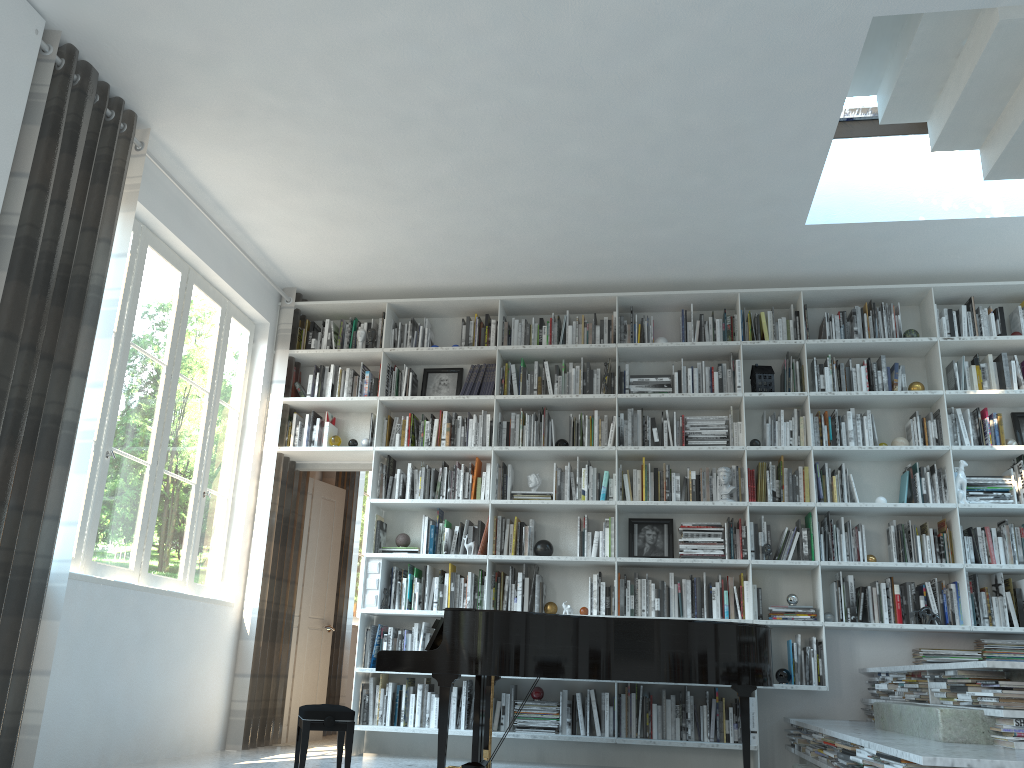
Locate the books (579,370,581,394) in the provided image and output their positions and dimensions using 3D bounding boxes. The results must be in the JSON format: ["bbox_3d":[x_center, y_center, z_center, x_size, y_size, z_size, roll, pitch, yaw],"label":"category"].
[{"bbox_3d":[0.491,0.028,6.307,0.013,0.230,0.142,-1,-18,9],"label":"books"}]

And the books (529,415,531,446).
[{"bbox_3d":[0.137,0.367,6.258,0.010,0.260,0.170,-1,-18,9],"label":"books"}]

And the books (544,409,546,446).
[{"bbox_3d":[0.243,0.346,6.250,0.005,0.304,0.163,-1,-18,9],"label":"books"}]

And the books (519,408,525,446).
[{"bbox_3d":[0.070,0.343,6.280,0.011,0.316,0.155,-1,-18,9],"label":"books"}]

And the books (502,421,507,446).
[{"bbox_3d":[-0.045,0.391,6.295,0.029,0.224,0.137,-1,-18,9],"label":"books"}]

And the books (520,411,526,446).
[{"bbox_3d":[0.076,0.352,6.254,0.010,0.282,0.184,-1,-18,9],"label":"books"}]

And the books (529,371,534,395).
[{"bbox_3d":[0.152,0.037,6.355,0.029,0.218,0.158,-1,-18,9],"label":"books"}]

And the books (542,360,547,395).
[{"bbox_3d":[0.234,-0.004,6.374,0.013,0.314,0.135,-1,-18,9],"label":"books"}]

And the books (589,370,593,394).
[{"bbox_3d":[0.567,0.031,6.285,0.030,0.217,0.183,-1,-18,9],"label":"books"}]

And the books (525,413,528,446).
[{"bbox_3d":[0.112,0.359,6.238,0.009,0.262,0.190,-1,-18,9],"label":"books"}]

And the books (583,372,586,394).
[{"bbox_3d":[0.521,0.039,6.309,0.024,0.213,0.150,-1,-18,9],"label":"books"}]

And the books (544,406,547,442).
[{"bbox_3d":[0.239,0.334,6.256,0.005,0.330,0.162,-1,-18,9],"label":"books"}]

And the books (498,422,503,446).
[{"bbox_3d":[-0.071,0.392,6.273,0.015,0.207,0.186,-1,-18,9],"label":"books"}]

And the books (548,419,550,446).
[{"bbox_3d":[0.266,0.382,6.249,0.009,0.236,0.135,-1,-18,9],"label":"books"}]

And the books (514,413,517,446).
[{"bbox_3d":[0.033,0.358,6.267,0.012,0.275,0.157,-1,-18,9],"label":"books"}]

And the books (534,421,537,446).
[{"bbox_3d":[0.174,0.386,6.227,0.011,0.208,0.181,-1,-18,9],"label":"books"}]

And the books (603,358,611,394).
[{"bbox_3d":[0.671,-0.010,6.281,0.058,0.301,0.175,-1,-18,9],"label":"books"}]

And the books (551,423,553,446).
[{"bbox_3d":[0.282,0.392,6.233,0.004,0.209,0.132,-1,-18,9],"label":"books"}]

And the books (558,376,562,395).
[{"bbox_3d":[0.350,0.053,6.318,0.028,0.179,0.168,-1,-18,9],"label":"books"}]

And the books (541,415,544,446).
[{"bbox_3d":[0.224,0.364,6.238,0.010,0.261,0.158,-1,-18,9],"label":"books"}]

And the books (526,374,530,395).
[{"bbox_3d":[0.127,0.048,6.363,0.024,0.200,0.154,-1,-18,9],"label":"books"}]

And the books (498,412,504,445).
[{"bbox_3d":[-0.080,0.361,6.302,0.012,0.284,0.160,-1,-18,9],"label":"books"}]

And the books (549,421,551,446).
[{"bbox_3d":[0.274,0.389,6.238,0.012,0.217,0.151,-1,-18,9],"label":"books"}]

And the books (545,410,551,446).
[{"bbox_3d":[0.252,0.348,6.226,0.011,0.286,0.189,-1,-18,9],"label":"books"}]

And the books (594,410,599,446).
[{"bbox_3d":[0.591,0.347,6.180,0.022,0.283,0.190,-1,-18,9],"label":"books"}]

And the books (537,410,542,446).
[{"bbox_3d":[0.198,0.348,6.241,0.011,0.290,0.177,-1,-18,9],"label":"books"}]

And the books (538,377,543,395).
[{"bbox_3d":[0.207,0.058,6.350,0.034,0.180,0.160,-1,-18,9],"label":"books"}]

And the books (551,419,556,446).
[{"bbox_3d":[0.297,0.379,6.227,0.031,0.231,0.148,-1,-18,9],"label":"books"}]

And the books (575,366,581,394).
[{"bbox_3d":[0.472,0.015,6.318,0.028,0.260,0.136,-1,-18,9],"label":"books"}]

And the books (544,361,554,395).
[{"bbox_3d":[0.273,0.001,6.338,0.075,0.284,0.179,-1,-18,9],"label":"books"}]

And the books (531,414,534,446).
[{"bbox_3d":[0.154,0.362,6.239,0.009,0.260,0.181,-1,-18,9],"label":"books"}]

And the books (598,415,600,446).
[{"bbox_3d":[0.608,0.362,6.180,0.010,0.256,0.140,-1,-18,9],"label":"books"}]

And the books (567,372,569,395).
[{"bbox_3d":[0.404,0.039,6.313,0.010,0.207,0.174,-1,-18,9],"label":"books"}]

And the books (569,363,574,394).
[{"bbox_3d":[0.425,0.006,6.334,0.026,0.285,0.138,-1,-18,9],"label":"books"}]

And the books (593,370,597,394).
[{"bbox_3d":[0.593,0.030,6.286,0.022,0.222,0.161,-1,-18,9],"label":"books"}]

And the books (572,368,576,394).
[{"bbox_3d":[0.444,0.026,6.299,0.021,0.225,0.192,-1,-18,9],"label":"books"}]

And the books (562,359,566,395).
[{"bbox_3d":[0.372,-0.008,6.334,0.012,0.306,0.145,-1,-18,9],"label":"books"}]

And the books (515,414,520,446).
[{"bbox_3d":[0.050,0.365,6.263,0.024,0.261,0.178,-1,-18,9],"label":"books"}]

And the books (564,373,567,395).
[{"bbox_3d":[0.391,0.046,6.341,0.024,0.211,0.128,-1,-18,9],"label":"books"}]

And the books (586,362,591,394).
[{"bbox_3d":[0.546,0.003,6.320,0.022,0.289,0.147,-1,-18,9],"label":"books"}]

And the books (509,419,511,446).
[{"bbox_3d":[-0.003,0.379,6.277,0.012,0.239,0.134,-1,-18,9],"label":"books"}]

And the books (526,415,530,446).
[{"bbox_3d":[0.122,0.364,6.236,0.012,0.250,0.184,-1,-18,9],"label":"books"}]

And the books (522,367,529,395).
[{"bbox_3d":[0.099,0.025,6.361,0.031,0.241,0.182,-1,-18,9],"label":"books"}]

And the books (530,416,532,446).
[{"bbox_3d":[0.147,0.370,6.255,0.011,0.255,0.152,-1,-18,9],"label":"books"}]

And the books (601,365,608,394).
[{"bbox_3d":[0.655,0.008,6.278,0.055,0.263,0.167,-1,-18,9],"label":"books"}]

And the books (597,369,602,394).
[{"bbox_3d":[0.618,0.027,6.299,0.024,0.236,0.153,-1,-18,9],"label":"books"}]

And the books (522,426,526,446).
[{"bbox_3d":[0.096,0.403,6.252,0.029,0.186,0.149,-1,-18,9],"label":"books"}]

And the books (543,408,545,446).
[{"bbox_3d":[0.234,0.342,6.257,0.005,0.315,0.157,-1,-18,9],"label":"books"}]

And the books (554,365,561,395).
[{"bbox_3d":[0.325,0.015,6.342,0.027,0.264,0.169,-1,-18,9],"label":"books"}]

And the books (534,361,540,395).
[{"bbox_3d":[0.179,0.001,6.362,0.023,0.292,0.156,-1,-18,9],"label":"books"}]

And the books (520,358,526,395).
[{"bbox_3d":[0.079,-0.010,6.373,0.012,0.314,0.172,-1,-18,9],"label":"books"}]

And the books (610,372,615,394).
[{"bbox_3d":[0.715,0.040,6.284,0.028,0.211,0.135,-1,-18,9],"label":"books"}]

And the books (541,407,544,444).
[{"bbox_3d":[0.219,0.338,6.255,0.004,0.319,0.153,-1,-18,9],"label":"books"}]

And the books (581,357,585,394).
[{"bbox_3d":[0.503,-0.014,6.308,0.011,0.312,0.184,-1,-18,9],"label":"books"}]

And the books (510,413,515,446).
[{"bbox_3d":[0.015,0.358,6.274,0.026,0.278,0.151,-1,-18,9],"label":"books"}]

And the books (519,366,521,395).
[{"bbox_3d":[0.068,0.019,6.375,0.011,0.259,0.157,-1,-18,9],"label":"books"}]

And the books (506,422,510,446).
[{"bbox_3d":[-0.019,0.393,6.289,0.024,0.218,0.140,-1,-18,9],"label":"books"}]

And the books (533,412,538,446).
[{"bbox_3d":[0.165,0.355,6.246,0.011,0.278,0.169,-1,-18,9],"label":"books"}]

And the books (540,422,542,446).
[{"bbox_3d":[0.211,0.391,6.252,0.012,0.216,0.133,-1,-18,9],"label":"books"}]
